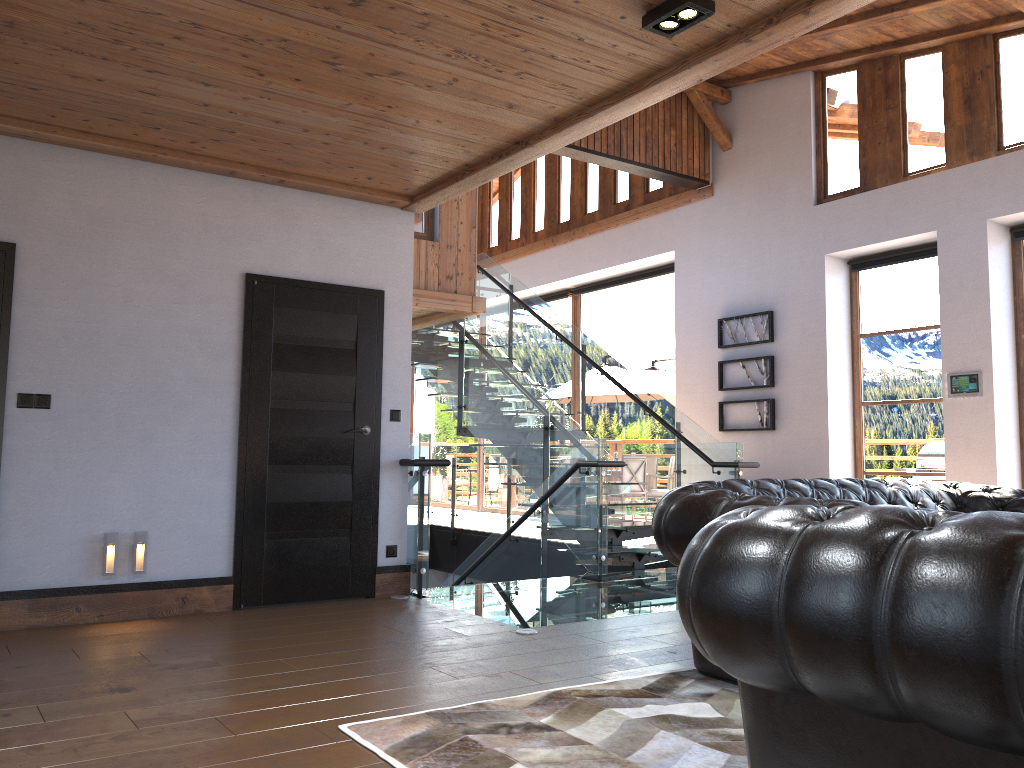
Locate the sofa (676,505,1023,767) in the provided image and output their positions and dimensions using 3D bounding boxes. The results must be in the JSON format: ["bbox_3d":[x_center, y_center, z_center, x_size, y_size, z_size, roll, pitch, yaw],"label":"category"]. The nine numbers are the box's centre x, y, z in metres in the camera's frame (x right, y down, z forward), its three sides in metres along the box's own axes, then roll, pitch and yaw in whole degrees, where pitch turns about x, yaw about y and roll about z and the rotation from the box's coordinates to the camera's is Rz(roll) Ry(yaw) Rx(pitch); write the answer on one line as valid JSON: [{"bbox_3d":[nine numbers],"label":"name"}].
[{"bbox_3d":[1.427,0.635,1.386,1.253,0.839,2.535,4,-6,-35],"label":"sofa"}]

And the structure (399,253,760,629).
[{"bbox_3d":[0.782,1.528,11.679,9.310,6.407,10.893,4,-6,-34],"label":"structure"}]

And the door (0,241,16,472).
[{"bbox_3d":[-3.099,0.238,4.444,0.951,2.058,0.142,4,-7,-34],"label":"door"}]

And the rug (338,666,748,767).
[{"bbox_3d":[1.515,1.086,2.050,2.458,0.053,3.996,4,-6,-33],"label":"rug"}]

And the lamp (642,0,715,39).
[{"bbox_3d":[0.650,-1.455,3.474,0.157,0.068,0.258,4,-6,-34],"label":"lamp"}]

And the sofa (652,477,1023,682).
[{"bbox_3d":[1.845,0.879,4.229,2.594,0.839,1.224,4,-6,-35],"label":"sofa"}]

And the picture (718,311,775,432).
[{"bbox_3d":[2.635,-0.128,10.004,0.060,1.314,0.765,5,-7,-34],"label":"picture"}]

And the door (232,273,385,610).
[{"bbox_3d":[-1.285,0.362,5.691,0.951,2.058,0.142,4,-7,-34],"label":"door"}]
